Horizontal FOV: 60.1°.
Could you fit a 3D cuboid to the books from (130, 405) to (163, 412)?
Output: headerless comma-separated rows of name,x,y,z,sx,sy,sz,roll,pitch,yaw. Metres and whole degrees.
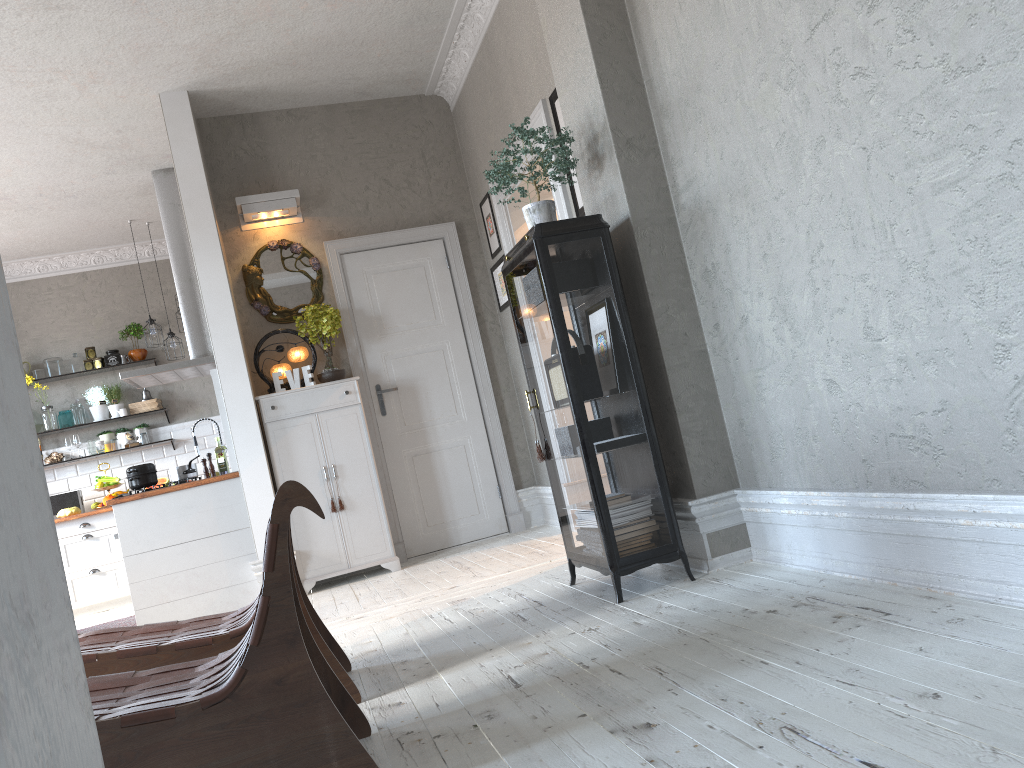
books,-3.500,0.238,8.479,0.262,0.016,0.157,-13,-3,-7

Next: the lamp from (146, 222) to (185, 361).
lamp,-3.218,-1.071,8.018,0.150,1.734,0.143,-10,-3,-44

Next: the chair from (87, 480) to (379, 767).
chair,-0.878,0.675,2.015,1.029,0.720,0.502,-12,-3,-16

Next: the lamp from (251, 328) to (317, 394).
lamp,-1.507,-0.096,5.946,0.452,0.558,0.171,-12,-3,-9

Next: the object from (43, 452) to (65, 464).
object,-4.235,0.681,8.186,0.180,0.111,0.094,-11,-4,-38

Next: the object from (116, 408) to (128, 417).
object,-3.657,0.270,8.336,0.105,0.071,0.063,-14,-3,14

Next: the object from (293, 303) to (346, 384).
object,-1.249,-0.272,5.957,0.294,0.553,0.345,-14,-3,18

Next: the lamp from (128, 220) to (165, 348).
lamp,-3.336,-1.178,7.858,0.145,1.734,0.148,-14,-3,16

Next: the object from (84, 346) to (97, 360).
object,-3.974,-0.288,8.356,0.084,0.113,0.081,-11,-3,-36

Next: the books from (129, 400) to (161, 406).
books,-3.512,0.186,8.481,0.262,0.016,0.157,-13,-3,-7

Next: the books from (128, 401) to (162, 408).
books,-3.510,0.196,8.481,0.262,0.016,0.157,-13,-3,-4

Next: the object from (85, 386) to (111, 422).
object,-3.905,0.185,8.394,0.244,0.354,0.235,-13,-3,2

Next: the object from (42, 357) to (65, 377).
object,-4.278,-0.144,8.273,0.169,0.184,0.175,-14,-3,23

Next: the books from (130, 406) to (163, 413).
books,-3.498,0.249,8.478,0.262,0.016,0.157,-13,-3,-4

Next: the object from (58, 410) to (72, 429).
object,-4.178,0.337,8.299,0.127,0.172,0.125,-12,-3,-12

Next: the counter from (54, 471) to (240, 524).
counter,-3.599,1.060,6.704,3.198,0.039,3.353,-12,-3,-16

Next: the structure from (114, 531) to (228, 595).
structure,-2.183,1.023,5.766,0.625,0.623,0.615,-12,-3,-16

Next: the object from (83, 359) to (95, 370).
object,-3.984,-0.171,8.353,0.084,0.113,0.082,-12,-3,-16

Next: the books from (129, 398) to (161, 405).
books,-3.514,0.175,8.482,0.263,0.011,0.156,-12,-3,-10

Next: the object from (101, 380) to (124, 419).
object,-3.769,0.141,8.384,0.166,0.380,0.188,-15,-3,35

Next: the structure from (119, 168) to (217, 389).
structure,-2.758,-0.842,6.891,0.721,1.595,0.704,-12,-3,-16

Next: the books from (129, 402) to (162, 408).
books,-3.507,0.207,8.480,0.263,0.011,0.156,-12,-3,-10

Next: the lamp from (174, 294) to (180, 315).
lamp,-3.119,-1.484,8.026,0.150,1.734,0.143,-10,-3,-44

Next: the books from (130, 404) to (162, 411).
books,-3.502,0.228,8.479,0.263,0.011,0.156,-12,-3,-10

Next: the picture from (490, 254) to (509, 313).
picture,-0.061,-0.708,6.236,0.014,0.331,0.484,-12,-3,-15

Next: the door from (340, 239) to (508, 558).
door,-0.615,0.075,6.319,0.760,2.182,0.079,-12,-3,-17

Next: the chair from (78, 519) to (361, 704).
chair,-1.080,0.766,2.834,1.029,0.720,0.502,-12,-3,-16

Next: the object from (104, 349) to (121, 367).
object,-3.803,-0.238,8.459,0.143,0.174,0.140,-12,-3,-16

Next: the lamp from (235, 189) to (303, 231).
lamp,-1.659,-1.192,6.072,0.421,0.171,0.217,-12,-3,-16

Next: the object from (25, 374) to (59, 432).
object,-4.319,0.170,8.129,0.194,0.539,0.276,-12,-3,-24

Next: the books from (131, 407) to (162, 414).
books,-3.495,0.259,8.478,0.263,0.011,0.156,-12,-3,-10

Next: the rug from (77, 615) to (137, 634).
rug,-2.809,1.696,6.022,0.744,0.014,1.275,-12,-3,-15

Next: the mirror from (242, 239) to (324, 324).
mirror,-1.575,-0.716,6.128,0.539,0.593,0.070,-12,-3,-17

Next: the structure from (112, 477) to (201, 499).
structure,-2.290,0.674,5.779,0.502,0.031,0.599,-12,-3,-16

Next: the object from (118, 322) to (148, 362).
object,-3.595,-0.399,8.488,0.259,0.397,0.242,-13,-3,9

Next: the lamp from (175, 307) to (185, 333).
lamp,-3.170,-1.332,8.170,0.144,1.734,0.149,-14,-3,26

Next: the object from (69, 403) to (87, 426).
object,-4.044,0.286,8.251,0.124,0.206,0.125,-13,-3,7

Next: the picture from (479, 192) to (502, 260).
picture,-0.153,-1.113,6.251,0.012,0.416,0.279,-12,-3,-15

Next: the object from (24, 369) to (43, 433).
object,-4.510,0.143,8.123,0.331,0.674,0.341,-15,-4,43

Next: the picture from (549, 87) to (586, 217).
picture,0.327,-1.196,4.406,0.020,0.677,0.454,-12,-3,-15

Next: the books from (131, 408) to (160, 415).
books,-3.493,0.270,8.478,0.263,0.011,0.156,-12,-3,-13

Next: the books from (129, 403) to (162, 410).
books,-3.505,0.217,8.480,0.263,0.011,0.156,-12,-3,-13

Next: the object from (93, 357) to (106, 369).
object,-3.901,-0.189,8.375,0.083,0.113,0.082,-13,-3,-6

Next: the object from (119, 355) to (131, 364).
object,-3.665,-0.233,8.396,0.094,0.096,0.074,-12,-3,-15

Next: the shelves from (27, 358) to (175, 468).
shelves,-3.942,0.343,8.335,1.332,0.923,0.226,-12,-3,-17

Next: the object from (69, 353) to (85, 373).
object,-4.134,-0.187,8.417,0.137,0.220,0.142,-15,-3,34

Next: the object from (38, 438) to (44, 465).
object,-4.355,0.631,8.182,0.052,0.264,0.062,-14,-3,20

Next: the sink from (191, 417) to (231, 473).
sink,-2.327,0.625,6.441,0.534,0.720,0.480,-12,-3,-16

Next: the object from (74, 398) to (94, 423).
object,-4.064,0.270,8.402,0.132,0.264,0.130,-12,-3,-10
